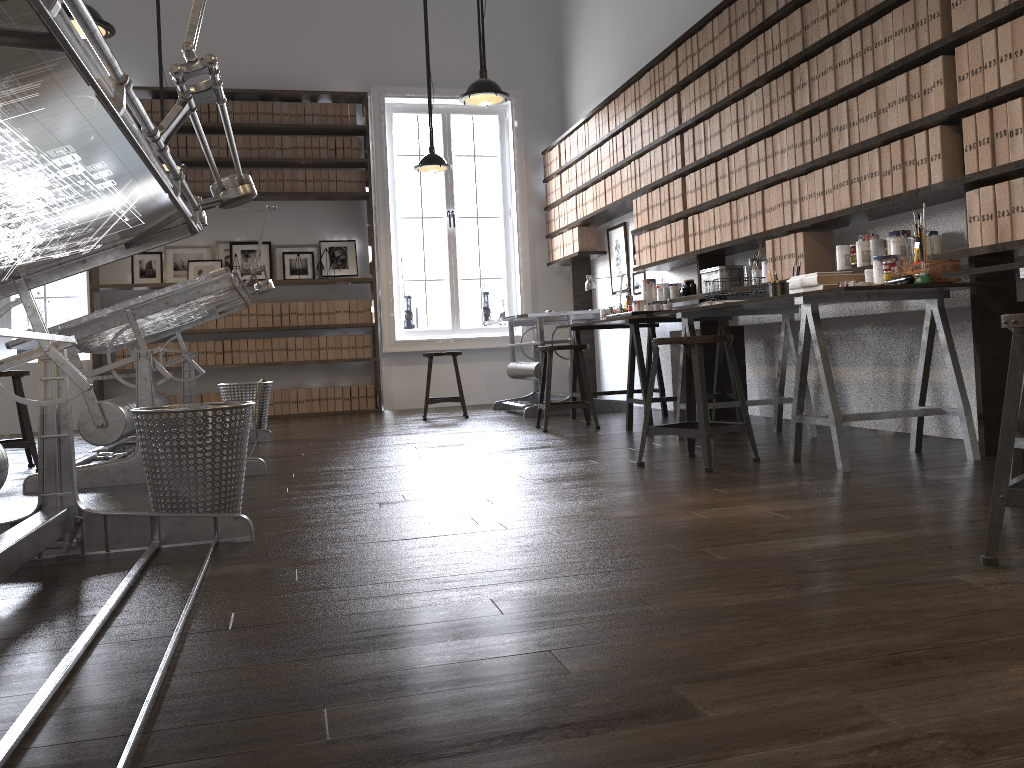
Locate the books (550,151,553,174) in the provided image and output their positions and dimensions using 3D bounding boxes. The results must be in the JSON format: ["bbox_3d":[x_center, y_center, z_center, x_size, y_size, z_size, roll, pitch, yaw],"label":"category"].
[{"bbox_3d":[0.459,-2.116,8.466,0.174,0.226,0.066,-3,-1,-14],"label":"books"}]

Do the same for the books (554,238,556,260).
[{"bbox_3d":[0.495,-1.288,8.456,0.174,0.226,0.066,-3,-1,-14],"label":"books"}]

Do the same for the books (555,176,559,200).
[{"bbox_3d":[0.505,-1.836,8.331,0.174,0.226,0.066,-3,-1,-14],"label":"books"}]

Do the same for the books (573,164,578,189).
[{"bbox_3d":[0.635,-1.818,7.793,0.174,0.226,0.067,-3,-1,-14],"label":"books"}]

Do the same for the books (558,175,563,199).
[{"bbox_3d":[0.522,-1.835,8.262,0.174,0.226,0.066,-3,-1,-14],"label":"books"}]

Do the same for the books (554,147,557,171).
[{"bbox_3d":[0.488,-2.113,8.329,0.174,0.226,0.067,-3,-1,-14],"label":"books"}]

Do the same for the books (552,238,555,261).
[{"bbox_3d":[0.482,-1.290,8.520,0.174,0.226,0.066,-3,-1,-14],"label":"books"}]

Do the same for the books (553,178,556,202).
[{"bbox_3d":[0.483,-1.837,8.395,0.174,0.226,0.067,-3,-1,-14],"label":"books"}]

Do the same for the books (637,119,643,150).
[{"bbox_3d":[0.996,-1.785,6.358,0.174,0.226,0.067,-3,-1,-14],"label":"books"}]

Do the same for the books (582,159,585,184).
[{"bbox_3d":[0.693,-1.813,7.584,0.174,0.226,0.066,-3,-1,-14],"label":"books"}]

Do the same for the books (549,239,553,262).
[{"bbox_3d":[0.458,-1.291,8.590,0.174,0.226,0.067,-3,-1,-14],"label":"books"}]

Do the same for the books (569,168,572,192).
[{"bbox_3d":[0.604,-1.821,7.929,0.174,0.226,0.066,-3,-1,-14],"label":"books"}]

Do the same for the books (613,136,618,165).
[{"bbox_3d":[0.877,-1.796,6.848,0.174,0.226,0.066,-3,-1,-14],"label":"books"}]

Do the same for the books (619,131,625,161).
[{"bbox_3d":[0.910,-1.793,6.702,0.174,0.226,0.067,-3,-1,-14],"label":"books"}]

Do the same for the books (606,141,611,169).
[{"bbox_3d":[0.839,-1.799,6.979,0.174,0.226,0.066,-3,-1,-14],"label":"books"}]

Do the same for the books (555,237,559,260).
[{"bbox_3d":[0.507,-1.287,8.393,0.174,0.226,0.067,-3,-1,-14],"label":"books"}]

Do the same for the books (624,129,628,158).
[{"bbox_3d":[0.934,-1.791,6.631,0.174,0.226,0.066,-3,-1,-14],"label":"books"}]

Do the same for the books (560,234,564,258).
[{"bbox_3d":[0.545,-1.284,8.254,0.174,0.226,0.066,-3,-1,-14],"label":"books"}]

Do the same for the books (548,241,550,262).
[{"bbox_3d":[0.445,-1.293,8.664,0.174,0.226,0.066,-3,-1,-14],"label":"books"}]

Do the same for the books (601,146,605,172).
[{"bbox_3d":[0.812,-1.803,7.118,0.174,0.226,0.066,-3,-1,-14],"label":"books"}]

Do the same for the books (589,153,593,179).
[{"bbox_3d":[0.742,-1.809,7.385,0.174,0.226,0.066,-3,-1,-14],"label":"books"}]

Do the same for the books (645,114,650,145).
[{"bbox_3d":[1.031,-1.782,6.233,0.174,0.226,0.066,-3,-1,-14],"label":"books"}]

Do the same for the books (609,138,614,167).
[{"bbox_3d":[0.857,-1.797,6.909,0.174,0.226,0.067,-3,-1,-14],"label":"books"}]

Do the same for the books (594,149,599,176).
[{"bbox_3d":[0.772,-1.805,7.253,0.174,0.226,0.067,-3,-1,-14],"label":"books"}]

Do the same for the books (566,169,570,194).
[{"bbox_3d":[0.585,-1.822,7.989,0.174,0.226,0.067,-3,-1,-14],"label":"books"}]

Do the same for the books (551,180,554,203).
[{"bbox_3d":[0.471,-1.839,8.461,0.174,0.226,0.066,-3,-1,-14],"label":"books"}]

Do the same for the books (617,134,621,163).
[{"bbox_3d":[0.897,-1.795,6.775,0.174,0.226,0.066,-3,-1,-14],"label":"books"}]

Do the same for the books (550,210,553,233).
[{"bbox_3d":[0.464,-1.567,8.540,0.174,0.226,0.066,-3,-1,-14],"label":"books"}]

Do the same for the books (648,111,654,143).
[{"bbox_3d":[1.047,-1.780,6.162,0.174,0.226,0.067,-3,-1,-14],"label":"books"}]

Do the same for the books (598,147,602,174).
[{"bbox_3d":[0.793,-1.804,7.186,0.174,0.226,0.066,-3,-1,-14],"label":"books"}]

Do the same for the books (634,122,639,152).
[{"bbox_3d":[0.985,-1.786,6.424,0.174,0.226,0.066,-3,-1,-14],"label":"books"}]

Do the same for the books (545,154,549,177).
[{"bbox_3d":[0.418,-2.119,8.602,0.174,0.226,0.066,-3,-1,-14],"label":"books"}]

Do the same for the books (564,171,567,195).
[{"bbox_3d":[0.567,-1.824,8.059,0.174,0.226,0.066,-3,-1,-14],"label":"books"}]

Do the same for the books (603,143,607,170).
[{"bbox_3d":[0.825,-1.801,7.050,0.174,0.226,0.066,-3,-1,-14],"label":"books"}]

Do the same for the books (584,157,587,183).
[{"bbox_3d":[0.710,-1.812,7.515,0.174,0.226,0.066,-3,-1,-14],"label":"books"}]

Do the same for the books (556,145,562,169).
[{"bbox_3d":[0.508,-2.111,8.259,0.174,0.226,0.066,-3,-1,-14],"label":"books"}]

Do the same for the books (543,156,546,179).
[{"bbox_3d":[0.400,-2.121,8.673,0.174,0.226,0.067,-3,-1,-14],"label":"books"}]

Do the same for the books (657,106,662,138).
[{"bbox_3d":[1.086,-1.777,6.028,0.174,0.226,0.066,-3,-1,-14],"label":"books"}]

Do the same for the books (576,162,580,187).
[{"bbox_3d":[0.659,-1.816,7.722,0.174,0.226,0.066,-3,-1,-14],"label":"books"}]

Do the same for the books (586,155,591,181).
[{"bbox_3d":[0.721,-1.810,7.448,0.174,0.226,0.067,-3,-1,-14],"label":"books"}]

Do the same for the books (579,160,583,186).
[{"bbox_3d":[0.672,-1.815,7.652,0.174,0.226,0.066,-3,-1,-14],"label":"books"}]

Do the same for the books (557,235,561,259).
[{"bbox_3d":[0.524,-1.285,8.323,0.174,0.226,0.066,-3,-1,-14],"label":"books"}]

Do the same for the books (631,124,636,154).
[{"bbox_3d":[0.968,-1.788,6.493,0.174,0.226,0.066,-3,-1,-14],"label":"books"}]

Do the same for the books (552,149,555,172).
[{"bbox_3d":[0.475,-2.115,8.398,0.174,0.226,0.066,-3,-1,-14],"label":"books"}]

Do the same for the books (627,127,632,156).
[{"bbox_3d":[0.947,-1.789,6.561,0.174,0.226,0.066,-3,-1,-14],"label":"books"}]

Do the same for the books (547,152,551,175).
[{"bbox_3d":[0.439,-2.118,8.533,0.174,0.226,0.066,-3,-1,-14],"label":"books"}]

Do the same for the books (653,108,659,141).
[{"bbox_3d":[1.068,-1.779,6.095,0.174,0.226,0.066,-3,-1,-14],"label":"books"}]

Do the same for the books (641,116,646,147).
[{"bbox_3d":[1.017,-1.783,6.294,0.174,0.226,0.066,-3,-1,-14],"label":"books"}]

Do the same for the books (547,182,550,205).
[{"bbox_3d":[0.434,-1.842,8.591,0.174,0.226,0.067,-3,-1,-14],"label":"books"}]

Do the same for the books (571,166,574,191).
[{"bbox_3d":[0.623,-1.820,7.866,0.174,0.226,0.066,-3,-1,-14],"label":"books"}]

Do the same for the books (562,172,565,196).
[{"bbox_3d":[0.553,-1.826,8.130,0.174,0.226,0.066,-3,-1,-14],"label":"books"}]

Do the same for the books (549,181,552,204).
[{"bbox_3d":[0.454,-1.840,8.521,0.174,0.226,0.066,-3,-1,-14],"label":"books"}]

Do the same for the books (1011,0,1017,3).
[{"bbox_3d":[1.836,-1.441,3.098,0.174,0.226,0.066,-3,-1,-14],"label":"books"}]

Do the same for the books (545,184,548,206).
[{"bbox_3d":[0.421,-1.844,8.660,0.174,0.226,0.066,-3,-1,-14],"label":"books"}]
